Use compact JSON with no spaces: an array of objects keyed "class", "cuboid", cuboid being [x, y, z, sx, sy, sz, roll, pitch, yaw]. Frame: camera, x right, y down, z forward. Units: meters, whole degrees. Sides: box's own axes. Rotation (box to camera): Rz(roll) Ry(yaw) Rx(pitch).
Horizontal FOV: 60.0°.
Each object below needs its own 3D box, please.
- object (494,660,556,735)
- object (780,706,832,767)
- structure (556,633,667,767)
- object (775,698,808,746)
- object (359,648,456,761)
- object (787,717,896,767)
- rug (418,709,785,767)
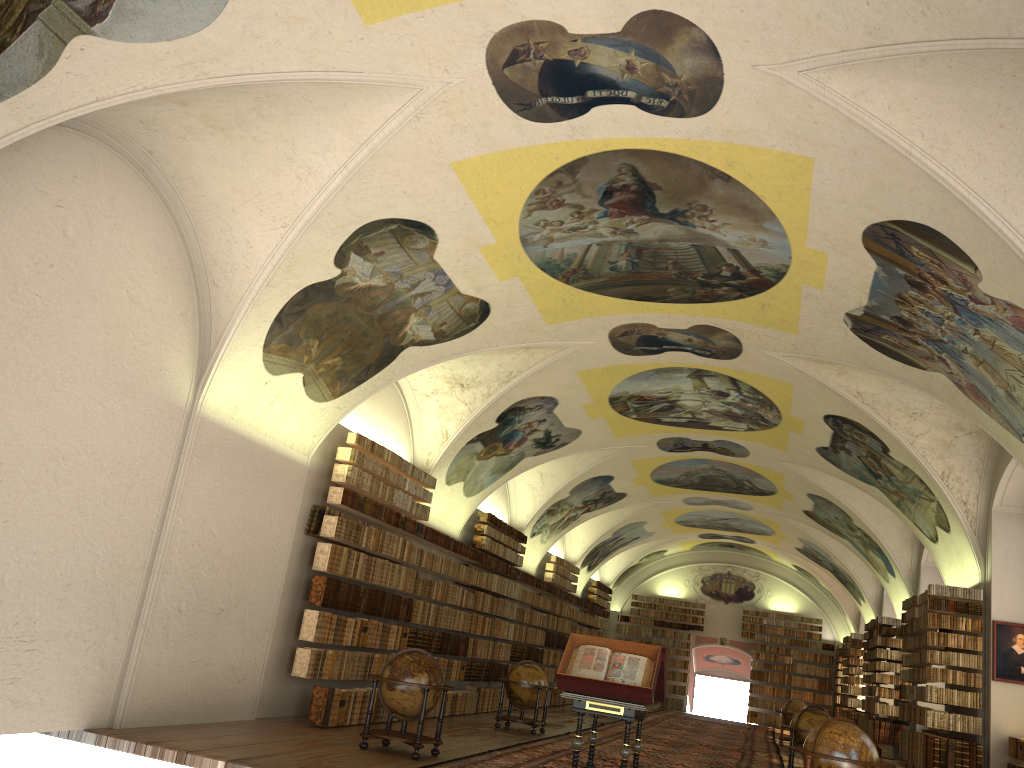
[{"class":"object","cuboid":[0.276,6.643,18.921,1.283,1.441,1.281,19,-19,-33]},{"class":"object","cuboid":[5.847,6.998,17.202,1.281,1.441,1.283,14,-17,-19]},{"class":"structure","cuboid":[1.354,4.526,12.131,1.245,1.971,1.902,4,-17,17]},{"class":"object","cuboid":[8.724,10.414,27.247,1.282,1.441,1.282,18,-18,-28]},{"class":"object","cuboid":[-1.487,4.548,12.761,1.281,1.441,1.283,14,-17,-19]},{"class":"object","cuboid":[4.082,4.904,11.042,1.283,1.441,1.281,19,-19,-33]},{"class":"rug","cuboid":[3.986,8.546,21.013,4.702,0.064,37.108,4,-17,17]}]
